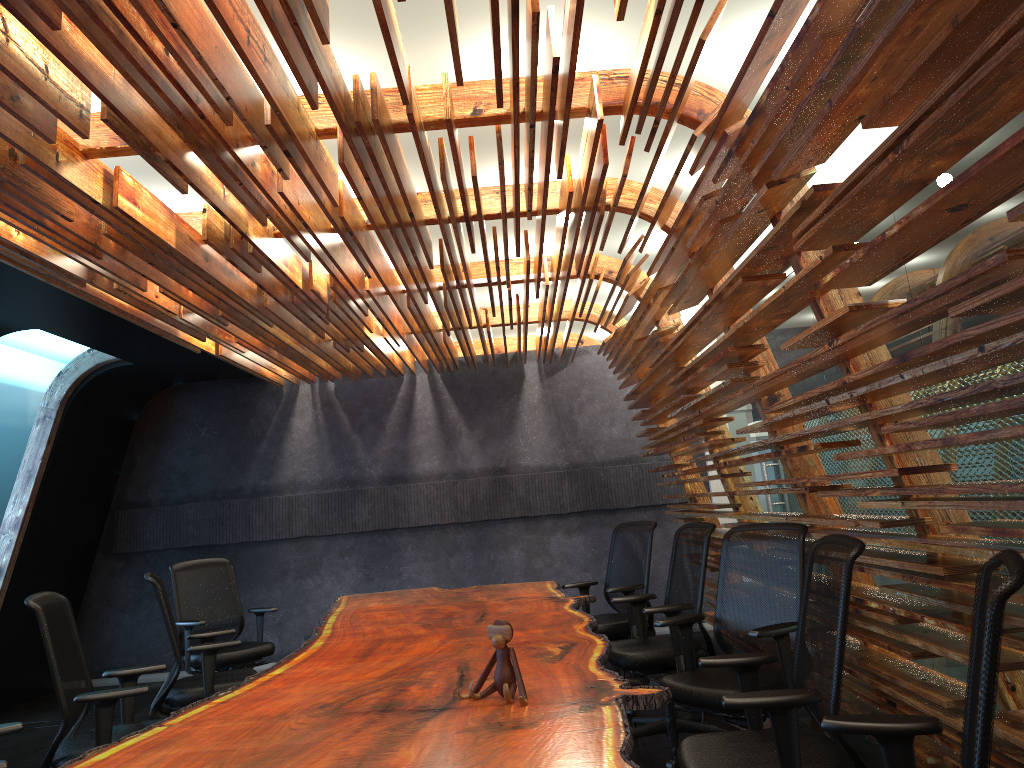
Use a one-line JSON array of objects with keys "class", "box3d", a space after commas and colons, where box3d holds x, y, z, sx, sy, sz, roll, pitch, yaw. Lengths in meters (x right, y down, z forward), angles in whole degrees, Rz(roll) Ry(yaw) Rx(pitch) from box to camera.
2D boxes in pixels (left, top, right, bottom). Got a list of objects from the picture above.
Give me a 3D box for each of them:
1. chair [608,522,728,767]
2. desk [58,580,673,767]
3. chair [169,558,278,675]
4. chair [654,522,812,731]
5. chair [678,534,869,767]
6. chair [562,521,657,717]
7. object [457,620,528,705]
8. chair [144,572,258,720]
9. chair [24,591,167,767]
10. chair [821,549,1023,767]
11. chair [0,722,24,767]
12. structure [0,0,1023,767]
[{"class": "chair", "box3d": [0.834, 1.484, 5.159, 0.797, 1.273, 0.789, -3, -13, -10]}, {"class": "desk", "box3d": [-0.450, 1.667, 4.122, 2.036, 0.839, 6.486, -5, -8, 0]}, {"class": "chair", "box3d": [-2.163, 1.963, 6.668, 0.783, 1.273, 0.804, -14, -16, 33]}, {"class": "chair", "box3d": [1.027, 1.321, 4.105, 0.794, 1.273, 0.793, 3, -15, -29]}, {"class": "chair", "box3d": [0.831, 1.176, 2.922, 0.795, 1.273, 0.791, -6, -13, 5]}, {"class": "chair", "box3d": [0.675, 1.667, 6.382, 0.795, 1.273, 0.791, 1, -15, -24]}, {"class": "object", "box3d": [-0.046, 0.919, 2.925, 0.301, 0.252, 0.127, -15, -17, 41]}, {"class": "chair", "box3d": [-1.808, 1.743, 5.304, 0.796, 1.273, 0.790, 0, -14, -20]}, {"class": "chair", "box3d": [-1.782, 1.563, 4.020, 0.797, 1.273, 0.789, -1, -14, -15]}, {"class": "chair", "box3d": [0.832, 1.041, 1.944, 0.788, 1.273, 0.799, -11, -15, 24]}, {"class": "chair", "box3d": [-1.794, 1.404, 2.854, 0.795, 1.273, 0.791, 1, -15, -25]}, {"class": "structure", "box3d": [-0.379, 0.362, 3.987, 4.528, 3.072, 11.173, -5, -8, 0]}]
